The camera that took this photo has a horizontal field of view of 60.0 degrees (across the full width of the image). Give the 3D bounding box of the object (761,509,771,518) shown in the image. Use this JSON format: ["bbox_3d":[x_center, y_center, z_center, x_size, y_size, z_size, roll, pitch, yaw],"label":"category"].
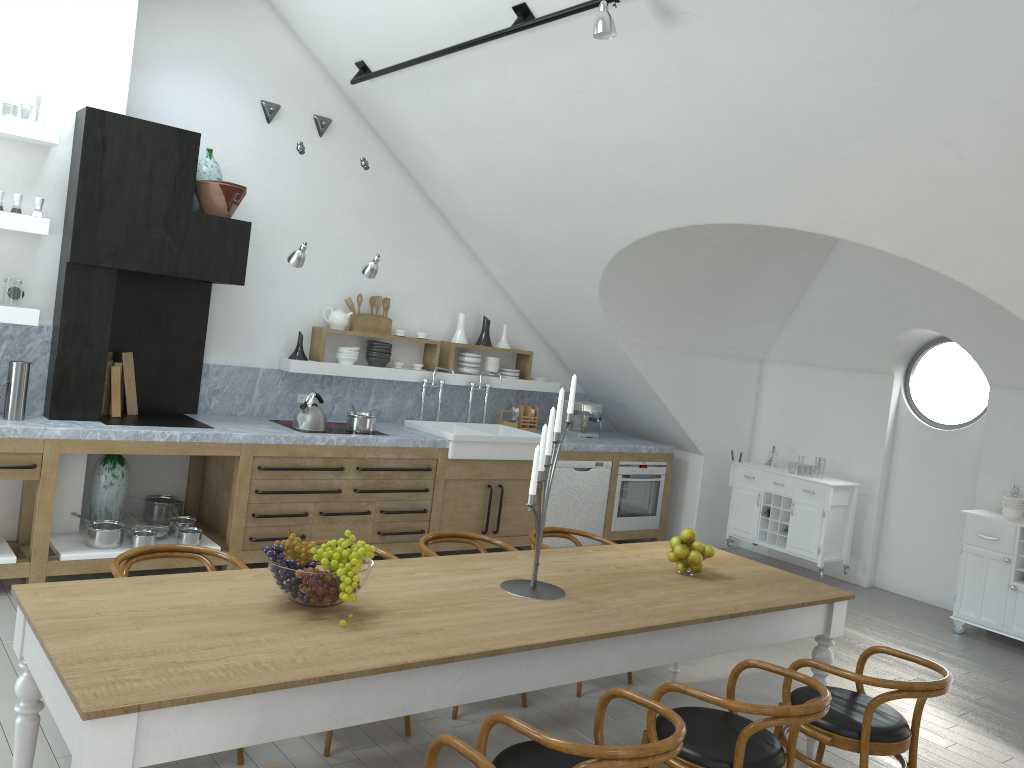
[{"bbox_3d":[2.341,1.160,7.948,0.317,0.085,0.082,5,3,-38],"label":"object"}]

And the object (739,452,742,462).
[{"bbox_3d":[2.118,0.765,8.274,0.029,0.268,0.088,7,1,-12],"label":"object"}]

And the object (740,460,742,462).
[{"bbox_3d":[2.128,0.826,8.300,0.038,0.262,0.038,7,1,-6],"label":"object"}]

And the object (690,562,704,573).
[{"bbox_3d":[0.860,0.849,4.123,0.063,0.063,0.063,6,2,-27],"label":"object"}]

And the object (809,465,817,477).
[{"bbox_3d":[2.627,0.768,7.761,0.071,0.098,0.071,7,2,-15],"label":"object"}]

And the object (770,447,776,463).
[{"bbox_3d":[2.436,0.669,8.263,0.024,0.164,0.039,6,1,-26],"label":"object"}]

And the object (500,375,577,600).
[{"bbox_3d":[0.168,0.397,3.621,0.266,0.874,0.774,8,2,26],"label":"object"}]

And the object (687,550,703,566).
[{"bbox_3d":[0.840,0.799,4.072,0.071,0.072,0.070,8,2,16],"label":"object"}]

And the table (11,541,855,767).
[{"bbox_3d":[-0.058,1.215,3.527,3.344,0.798,1.021,5,3,-38],"label":"table"}]

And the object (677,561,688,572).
[{"bbox_3d":[0.791,0.848,4.113,0.051,0.050,0.050,6,3,-35],"label":"object"}]

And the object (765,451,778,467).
[{"bbox_3d":[2.426,0.700,8.287,0.066,0.137,0.101,6,2,-38],"label":"object"}]

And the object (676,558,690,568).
[{"bbox_3d":[0.811,0.833,4.177,0.080,0.074,0.078,7,2,7],"label":"object"}]

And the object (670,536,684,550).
[{"bbox_3d":[0.773,0.750,4.154,0.066,0.071,0.072,8,2,21],"label":"object"}]

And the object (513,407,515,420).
[{"bbox_3d":[0.007,0.310,8.141,0.040,0.192,0.042,7,1,-1],"label":"object"}]

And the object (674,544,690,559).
[{"bbox_3d":[0.782,0.771,4.083,0.072,0.064,0.071,5,3,-45],"label":"object"}]

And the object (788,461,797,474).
[{"bbox_3d":[2.478,0.743,7.838,0.081,0.105,0.082,6,2,-25],"label":"object"}]

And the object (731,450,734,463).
[{"bbox_3d":[2.084,0.759,8.317,0.088,0.268,0.029,8,1,25],"label":"object"}]

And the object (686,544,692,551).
[{"bbox_3d":[0.844,0.758,4.169,0.053,0.050,0.052,8,2,23],"label":"object"}]

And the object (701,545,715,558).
[{"bbox_3d":[0.910,0.777,4.116,0.063,0.063,0.062,8,2,14],"label":"object"}]

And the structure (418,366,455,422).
[{"bbox_3d":[-0.584,0.124,7.406,0.333,0.529,0.214,8,2,32],"label":"structure"}]

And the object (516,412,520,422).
[{"bbox_3d":[0.041,0.328,8.116,0.044,0.178,0.019,8,2,36],"label":"object"}]

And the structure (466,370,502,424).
[{"bbox_3d":[-0.202,0.155,7.707,0.333,0.529,0.214,8,2,32],"label":"structure"}]

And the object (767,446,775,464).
[{"bbox_3d":[2.428,0.664,8.297,0.054,0.175,0.039,6,2,-38],"label":"object"}]

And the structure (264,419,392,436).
[{"bbox_3d":[-1.366,0.344,6.590,0.736,0.041,0.649,5,4,-38],"label":"structure"}]

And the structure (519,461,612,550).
[{"bbox_3d":[0.388,1.037,7.893,0.723,0.822,0.600,5,2,-38],"label":"structure"}]

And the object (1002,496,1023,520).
[{"bbox_3d":[3.731,0.924,6.607,0.157,0.160,0.154,7,2,-10],"label":"object"}]

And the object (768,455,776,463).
[{"bbox_3d":[2.435,0.681,8.290,0.029,0.137,0.097,6,2,-35],"label":"object"}]

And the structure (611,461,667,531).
[{"bbox_3d":[0.993,0.991,8.355,0.631,0.636,0.632,5,3,-38],"label":"structure"}]

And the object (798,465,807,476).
[{"bbox_3d":[2.553,0.764,7.799,0.077,0.085,0.077,9,3,39],"label":"object"}]

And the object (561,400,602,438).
[{"bbox_3d":[0.694,0.337,8.291,0.324,0.320,0.387,5,3,-38],"label":"object"}]

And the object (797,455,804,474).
[{"bbox_3d":[2.558,0.719,7.864,0.048,0.169,0.048,8,2,39],"label":"object"}]

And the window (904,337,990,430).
[{"bbox_3d":[3.747,-0.008,7.550,0.060,0.899,0.902,6,2,-38],"label":"window"}]

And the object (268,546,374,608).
[{"bbox_3d":[-0.668,0.683,3.065,0.360,0.159,0.359,9,3,32],"label":"object"}]

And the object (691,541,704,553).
[{"bbox_3d":[0.858,0.755,4.102,0.053,0.057,0.058,6,2,-24],"label":"object"}]

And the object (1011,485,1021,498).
[{"bbox_3d":[3.851,0.882,6.822,0.065,0.209,0.116,6,2,-36],"label":"object"}]

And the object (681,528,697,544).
[{"bbox_3d":[0.825,0.709,4.137,0.072,0.074,0.072,5,3,-38],"label":"object"}]

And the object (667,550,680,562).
[{"bbox_3d":[0.754,0.803,4.134,0.059,0.056,0.060,5,3,-44],"label":"object"}]

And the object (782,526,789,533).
[{"bbox_3d":[2.479,1.287,7.817,0.316,0.083,0.082,5,3,-39],"label":"object"}]

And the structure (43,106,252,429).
[{"bbox_3d":[-2.413,-0.713,5.852,1.074,1.883,0.782,6,2,-38],"label":"structure"}]

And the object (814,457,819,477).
[{"bbox_3d":[2.689,0.733,7.799,0.054,0.179,0.054,8,2,29],"label":"object"}]

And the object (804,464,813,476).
[{"bbox_3d":[2.628,0.766,7.852,0.095,0.093,0.093,9,3,39],"label":"object"}]

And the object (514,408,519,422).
[{"bbox_3d":[0.037,0.316,8.103,0.040,0.192,0.042,7,1,-2],"label":"object"}]

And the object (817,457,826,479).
[{"bbox_3d":[2.700,0.734,7.736,0.063,0.187,0.063,8,2,37],"label":"object"}]

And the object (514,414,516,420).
[{"bbox_3d":[0.025,0.317,8.117,0.018,0.196,0.023,6,2,-43],"label":"object"}]

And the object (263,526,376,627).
[{"bbox_3d":[-0.656,0.623,3.035,0.394,0.284,0.292,8,2,16],"label":"object"}]

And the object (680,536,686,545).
[{"bbox_3d":[0.832,0.738,4.218,0.062,0.059,0.062,5,3,-38],"label":"object"}]

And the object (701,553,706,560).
[{"bbox_3d":[0.886,0.794,4.170,0.076,0.076,0.077,8,2,19],"label":"object"}]
